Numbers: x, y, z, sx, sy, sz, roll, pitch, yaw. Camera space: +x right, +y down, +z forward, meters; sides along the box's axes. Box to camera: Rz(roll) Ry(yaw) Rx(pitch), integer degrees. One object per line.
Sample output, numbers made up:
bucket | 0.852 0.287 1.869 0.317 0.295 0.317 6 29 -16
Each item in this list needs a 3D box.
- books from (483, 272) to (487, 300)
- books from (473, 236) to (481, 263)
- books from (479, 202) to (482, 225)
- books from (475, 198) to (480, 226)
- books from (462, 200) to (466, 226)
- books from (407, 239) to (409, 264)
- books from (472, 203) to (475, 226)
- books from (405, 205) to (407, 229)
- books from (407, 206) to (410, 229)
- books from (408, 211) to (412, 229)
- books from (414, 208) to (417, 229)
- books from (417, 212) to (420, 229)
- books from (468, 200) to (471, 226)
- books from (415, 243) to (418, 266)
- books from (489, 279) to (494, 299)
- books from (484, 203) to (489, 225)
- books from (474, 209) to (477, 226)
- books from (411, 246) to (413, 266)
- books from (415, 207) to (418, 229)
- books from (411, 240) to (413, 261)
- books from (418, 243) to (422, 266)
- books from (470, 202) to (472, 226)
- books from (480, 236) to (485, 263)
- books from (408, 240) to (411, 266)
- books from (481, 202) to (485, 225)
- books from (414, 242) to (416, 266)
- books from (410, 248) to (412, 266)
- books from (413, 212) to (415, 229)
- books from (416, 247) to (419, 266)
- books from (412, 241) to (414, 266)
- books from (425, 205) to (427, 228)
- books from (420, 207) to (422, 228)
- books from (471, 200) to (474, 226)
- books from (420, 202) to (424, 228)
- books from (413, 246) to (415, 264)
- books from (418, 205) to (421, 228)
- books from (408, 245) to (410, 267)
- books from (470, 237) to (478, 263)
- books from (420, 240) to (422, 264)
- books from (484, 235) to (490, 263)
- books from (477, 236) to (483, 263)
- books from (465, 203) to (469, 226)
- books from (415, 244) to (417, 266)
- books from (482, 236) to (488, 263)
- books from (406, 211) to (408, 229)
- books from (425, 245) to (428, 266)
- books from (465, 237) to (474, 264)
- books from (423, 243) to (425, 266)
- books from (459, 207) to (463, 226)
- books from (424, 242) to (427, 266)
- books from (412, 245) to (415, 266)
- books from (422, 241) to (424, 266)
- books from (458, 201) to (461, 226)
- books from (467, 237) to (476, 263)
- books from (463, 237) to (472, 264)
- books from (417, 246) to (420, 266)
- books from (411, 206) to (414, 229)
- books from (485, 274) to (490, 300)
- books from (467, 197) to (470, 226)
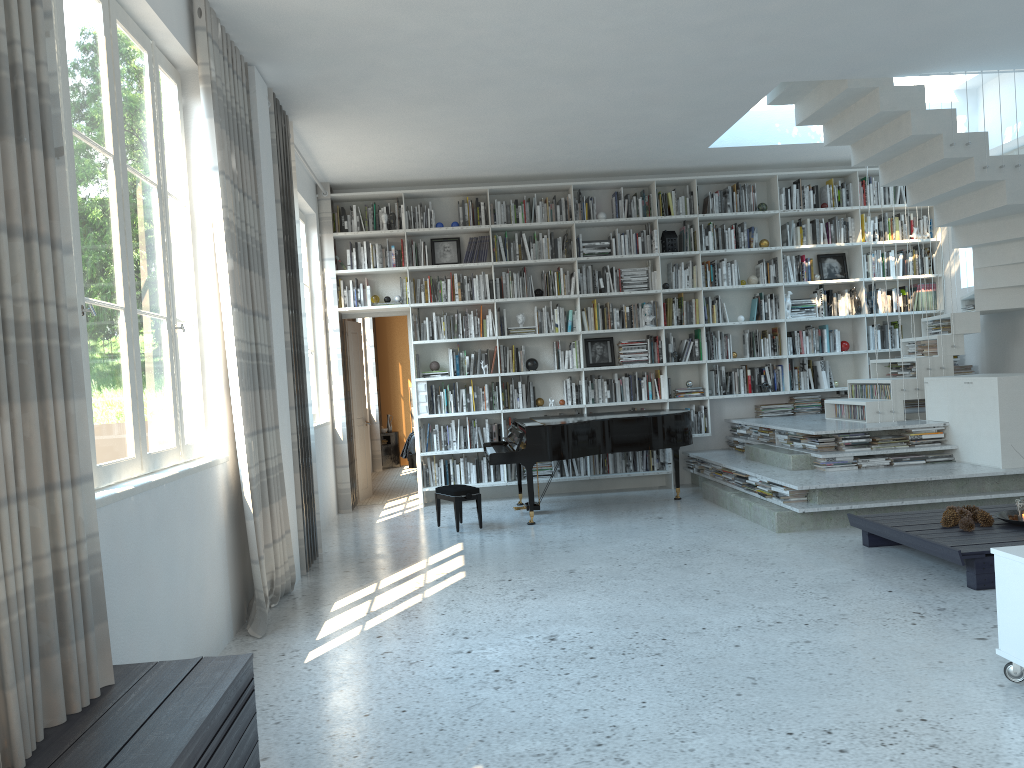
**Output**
books | -0.279 -0.980 8.978 0.022 0.289 0.169 -4 1 -4
books | -0.358 -1.338 8.966 0.097 0.282 0.174 -4 1 -4
books | -0.324 -1.698 8.981 0.022 0.260 0.152 -4 1 -4
books | -0.347 -1.715 8.956 0.025 0.297 0.163 -4 1 -4
books | -0.486 -1.698 8.953 0.024 0.280 0.187 -4 1 -4
books | -1.041 -1.301 8.913 0.005 0.293 0.184 -4 1 -4
books | -0.393 -1.691 8.988 0.013 0.254 0.129 -4 1 -4
books | -1.067 -1.664 8.927 0.007 0.285 0.159 -4 1 -4
books | -1.042 -1.652 8.926 0.007 0.259 0.156 -4 1 -4
books | -1.021 -1.629 8.928 0.032 0.210 0.158 -4 1 -4
books | -0.968 -1.639 8.921 0.013 0.225 0.177 -4 1 -4
books | -0.940 -1.625 8.937 0.014 0.192 0.146 -4 1 -4
books | -0.426 -1.703 8.967 0.013 0.283 0.166 -4 1 -4
books | -0.957 -1.283 8.911 0.004 0.246 0.189 -4 1 -4
books | -0.209 -0.941 8.956 0.039 0.202 0.236 -4 1 -4
books | -0.262 -1.698 8.987 0.039 0.252 0.146 -4 1 -4
books | -0.370 -1.660 8.965 0.027 0.190 0.177 -4 1 -4
books | -1.005 -1.276 8.930 0.005 0.238 0.154 -4 1 -4
books | -0.955 -1.649 8.927 0.016 0.243 0.156 -4 1 -4
books | -1.001 -1.296 8.929 0.005 0.277 0.146 -4 1 -4
books | -0.924 -1.284 8.929 0.019 0.244 0.153 -4 1 -4
books | -0.414 -1.694 8.956 0.010 0.263 0.156 -4 1 -4
books | -0.304 -1.344 8.995 0.078 0.286 0.174 -4 1 -4
books | -1.027 -1.298 8.924 0.006 0.287 0.148 -4 1 -4
books | -0.297 -1.697 8.970 0.031 0.254 0.178 -4 1 -4
books | -0.974 -1.289 8.922 0.009 0.260 0.184 -4 1 -4
books | -1.014 -1.258 8.929 0.015 0.207 0.172 -4 1 -4
books | -0.984 -1.623 8.937 0.017 0.194 0.129 -4 1 -4
books | -0.951 -1.268 8.952 0.012 0.214 0.132 -4 1 -4
books | -0.996 -1.302 8.932 0.006 0.289 0.144 -4 1 -4
books | -0.865 -1.660 8.937 0.013 0.253 0.129 -4 1 -4
books | -0.915 -1.666 8.924 0.007 0.272 0.154 -4 1 -4
books | -0.404 -1.700 8.958 0.011 0.274 0.183 -4 1 -4
books | -0.903 -1.671 8.910 0.015 0.279 0.190 -4 1 -4
books | -0.978 -1.265 8.908 0.004 0.214 0.186 -4 1 -4
books | -0.926 -1.660 8.925 0.016 0.261 0.154 -4 1 -4
books | -1.035 -1.271 8.947 0.006 0.233 0.136 -4 1 -4
books | -0.389 -1.333 8.984 0.110 0.279 0.174 -4 1 -4
books | -0.913 -1.303 8.928 0.005 0.281 0.190 -4 1 -4
books | -0.258 -1.347 8.979 0.078 0.286 0.174 -4 1 -4
books | -0.327 -1.343 8.988 0.078 0.286 0.174 -4 1 -4
books | -0.459 -1.684 8.954 0.028 0.249 0.155 -4 1 -4
books | -0.965 -1.284 8.931 0.010 0.249 0.166 -4 1 -4
books | -0.282 -1.346 8.992 0.078 0.286 0.174 -4 1 -4
books | -1.052 -1.624 8.920 0.017 0.204 0.142 -4 1 -4
books | -0.856 -1.273 8.922 0.012 0.214 0.185 -4 1 -4
books | -0.434 -1.331 8.981 0.110 0.279 0.174 -4 1 -4
books | -0.881 -1.289 8.930 0.011 0.250 0.168 -4 1 -4
books | -0.510 -1.665 8.957 0.028 0.218 0.153 -4 1 -4
books | -0.870 -1.293 8.929 0.012 0.255 0.166 -4 1 -4
books | -0.986 -1.272 8.917 0.009 0.228 0.184 -4 1 -4
books | -0.898 -1.293 8.919 0.023 0.258 0.183 -4 1 -4
books | -0.533 -1.694 8.967 0.013 0.278 0.151 -4 1 -4
books | -0.411 -1.332 8.965 0.110 0.279 0.174 -4 1 -4
books | -0.456 -1.329 8.970 0.110 0.279 0.174 -4 1 -4
books | -0.934 -1.271 8.918 0.018 0.219 0.186 -4 1 -4
books | -0.999 -1.650 8.921 0.012 0.249 0.180 -4 1 -4
books | -0.249 -0.969 8.978 0.035 0.264 0.177 -4 1 -4
books | -0.442 -1.721 8.981 0.014 0.321 0.136 -4 1 -4
